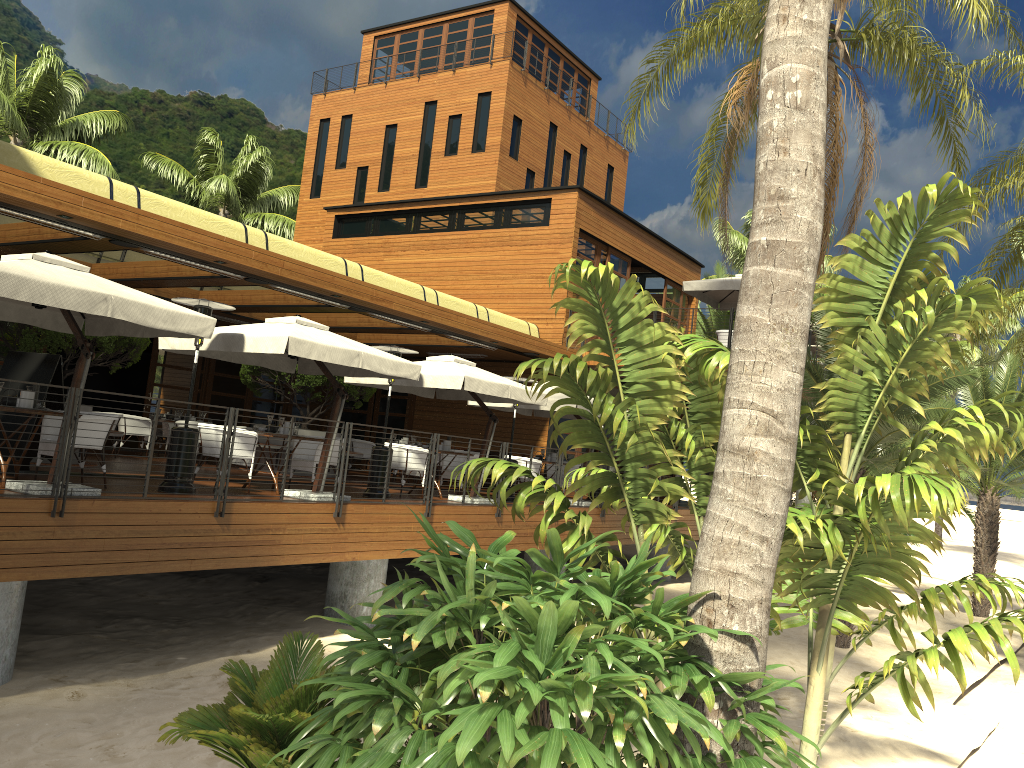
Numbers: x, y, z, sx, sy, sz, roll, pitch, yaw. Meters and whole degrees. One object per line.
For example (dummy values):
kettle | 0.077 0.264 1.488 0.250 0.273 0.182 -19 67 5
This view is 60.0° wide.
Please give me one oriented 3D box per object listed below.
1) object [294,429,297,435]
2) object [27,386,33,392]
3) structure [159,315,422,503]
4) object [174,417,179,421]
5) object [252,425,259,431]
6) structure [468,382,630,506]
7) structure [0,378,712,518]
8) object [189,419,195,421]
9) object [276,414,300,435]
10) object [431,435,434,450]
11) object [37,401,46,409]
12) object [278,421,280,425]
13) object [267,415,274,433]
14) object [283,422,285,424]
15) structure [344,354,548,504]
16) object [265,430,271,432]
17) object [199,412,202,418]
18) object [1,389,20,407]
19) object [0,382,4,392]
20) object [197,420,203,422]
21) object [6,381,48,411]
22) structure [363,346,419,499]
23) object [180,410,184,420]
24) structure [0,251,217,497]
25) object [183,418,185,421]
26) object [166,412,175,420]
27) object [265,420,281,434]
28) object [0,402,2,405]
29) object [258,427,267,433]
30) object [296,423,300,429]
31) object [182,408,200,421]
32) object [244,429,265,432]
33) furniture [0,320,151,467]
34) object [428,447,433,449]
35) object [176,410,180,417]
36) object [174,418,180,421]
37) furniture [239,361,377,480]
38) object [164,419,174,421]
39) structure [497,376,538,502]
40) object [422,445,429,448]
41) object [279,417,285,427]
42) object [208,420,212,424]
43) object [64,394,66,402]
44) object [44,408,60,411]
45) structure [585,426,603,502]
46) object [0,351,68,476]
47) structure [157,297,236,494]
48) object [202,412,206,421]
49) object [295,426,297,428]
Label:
object | -2.871 0.638 11.645 0.086 0.086 0.086 2 -6 38
object | -4.910 0.137 9.021 0.082 0.227 0.082 2 -7 34
structure | -2.934 0.249 11.540 2.414 2.337 2.408 3 -6 33
object | -6.572 0.688 17.368 0.086 0.086 0.086 5 -5 11
object | -3.304 0.575 11.435 0.086 0.086 0.086 2 -6 38
structure | 0.723 1.086 17.140 2.414 2.337 2.408 3 -6 33
structure | 0.266 1.582 14.469 0.163 1.155 26.211 3 -6 33
object | -6.226 0.724 17.214 0.116 0.065 0.116 7 -5 -12
object | -2.887 0.531 11.435 0.263 0.264 0.263 7 -5 -11
object | -1.256 0.929 14.061 0.082 0.227 0.082 2 -7 34
object | -4.701 0.219 8.843 0.086 0.086 0.086 2 -6 38
object | -5.192 0.953 19.781 0.082 0.227 0.082 8 -6 -19
object | -3.081 0.512 11.268 0.082 0.227 0.082 2 -7 34
object | -5.186 0.987 20.205 0.082 0.227 0.082 7 -6 -14
structure | -1.106 0.668 14.340 2.414 2.337 2.408 3 -6 33
object | -3.121 0.609 11.332 0.080 0.042 0.080 7 -5 -5
object | -6.224 0.678 17.703 0.082 0.227 0.082 1 -8 45
object | -4.970 0.139 8.793 0.168 0.179 0.162 3 -6 32
object | -4.910 0.093 8.466 0.082 0.227 0.082 2 -7 34
object | -6.146 0.753 17.467 0.116 0.065 0.116 10 -6 -35
object | -4.717 0.112 8.633 0.263 0.264 0.263 7 -5 -11
structure | -1.808 0.530 12.730 0.699 2.196 0.698 4 -6 21
object | -6.396 0.614 17.126 0.082 0.227 0.082 1 -8 45
structure | -4.762 -0.169 8.741 2.414 2.337 2.408 3 -6 33
object | -6.299 0.697 17.111 0.086 0.086 0.086 6 -5 6
object | -6.709 0.630 17.425 0.163 0.179 0.168 10 -6 -36
object | -3.141 0.558 11.598 0.163 0.179 0.167 3 -6 35
object | -4.951 0.190 8.530 0.080 0.042 0.080 4 -5 25
object | -3.203 0.593 11.387 0.116 0.065 0.116 3 -6 32
object | -4.781 0.995 19.753 0.082 0.227 0.082 7 -6 -14
object | -6.322 0.628 17.401 0.263 0.264 0.263 10 -6 -39
object | -3.251 0.595 11.228 0.295 0.025 0.170 3 -5 33
furniture | -6.841 -0.251 12.825 2.569 2.727 2.714 6 -5 -1
object | -1.297 1.027 14.125 0.080 0.042 0.080 7 -5 -5
object | -6.603 0.622 17.513 0.082 0.227 0.082 10 -7 -38
object | -6.524 0.696 17.263 0.116 0.065 0.116 10 -6 -35
furniture | -3.977 0.395 17.083 2.617 2.727 2.688 4 -5 24
object | -6.619 0.694 17.114 0.170 0.025 0.294 9 -5 -34
structure | 0.000 0.944 15.500 0.699 2.196 0.698 4 -6 21
object | -1.379 1.010 14.180 0.116 0.065 0.116 3 -6 32
object | -3.080 0.555 11.823 0.082 0.227 0.082 4 -6 23
object | -5.934 0.761 17.421 0.086 0.086 0.086 5 -5 11
object | -7.796 0.284 15.062 0.263 0.264 0.263 2 -6 37
object | -4.762 0.259 9.039 0.295 0.025 0.170 3 -5 33
structure | 1.813 1.359 18.275 0.699 2.196 0.698 4 -6 21
object | -5.627 0.327 10.254 0.769 1.399 0.770 4 -6 18
structure | -3.611 0.117 9.970 0.699 2.196 0.698 4 -6 21
object | -6.031 0.670 17.337 0.082 0.227 0.082 10 -7 -38
object | -4.987 0.978 20.000 0.263 0.264 0.263 7 -5 -8
